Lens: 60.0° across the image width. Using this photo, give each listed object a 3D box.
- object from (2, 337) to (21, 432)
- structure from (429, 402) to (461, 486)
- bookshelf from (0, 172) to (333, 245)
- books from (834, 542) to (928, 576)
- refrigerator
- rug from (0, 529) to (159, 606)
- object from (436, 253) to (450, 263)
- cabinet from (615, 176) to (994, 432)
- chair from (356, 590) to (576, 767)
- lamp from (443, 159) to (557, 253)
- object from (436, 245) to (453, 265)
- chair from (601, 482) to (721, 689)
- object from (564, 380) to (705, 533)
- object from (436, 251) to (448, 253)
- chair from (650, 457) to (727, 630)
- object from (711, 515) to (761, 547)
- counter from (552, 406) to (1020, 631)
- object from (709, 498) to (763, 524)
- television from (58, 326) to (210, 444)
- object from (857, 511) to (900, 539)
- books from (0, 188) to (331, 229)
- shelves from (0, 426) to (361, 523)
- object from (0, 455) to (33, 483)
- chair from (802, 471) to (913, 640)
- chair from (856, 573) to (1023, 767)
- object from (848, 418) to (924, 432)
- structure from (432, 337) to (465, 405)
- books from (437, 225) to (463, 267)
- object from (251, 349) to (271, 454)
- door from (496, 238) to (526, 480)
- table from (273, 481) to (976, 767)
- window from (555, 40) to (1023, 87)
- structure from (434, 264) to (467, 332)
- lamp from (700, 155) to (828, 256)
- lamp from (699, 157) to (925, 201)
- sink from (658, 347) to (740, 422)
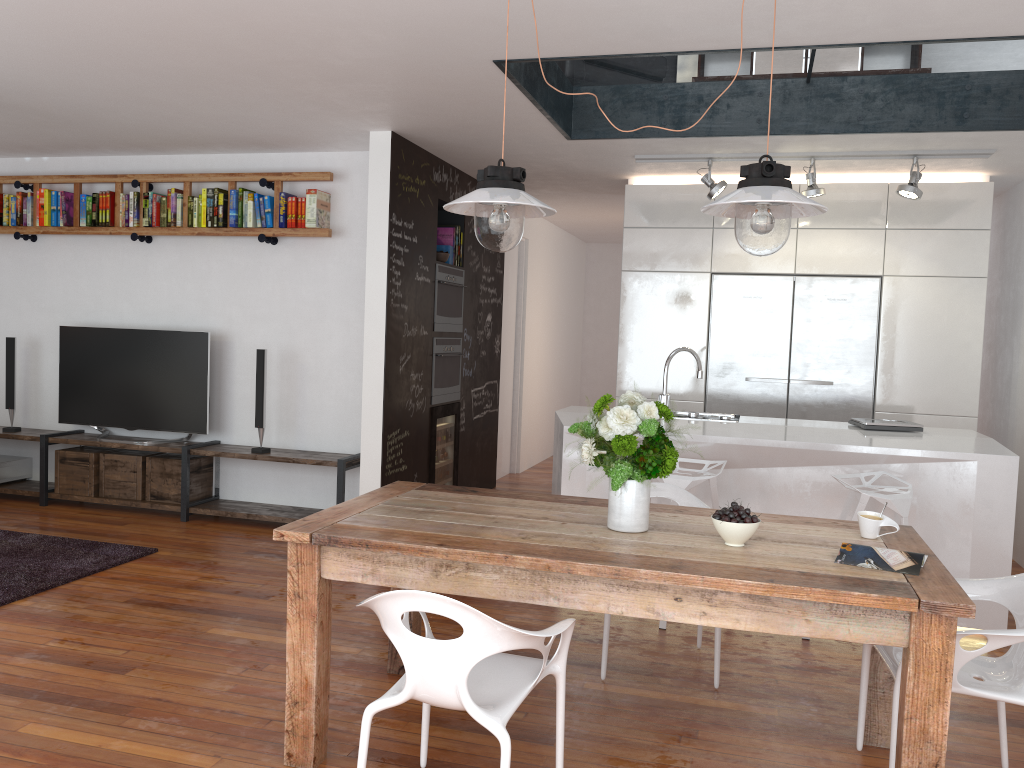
[{"bbox_3d":[-3.636,0.004,6.452,0.089,0.687,0.089,2,3,0],"label":"object"},{"bbox_3d":[-0.461,0.530,6.389,0.081,0.763,0.582,3,3,15],"label":"structure"},{"bbox_3d":[-2.610,-1.233,6.254,2.983,0.465,0.161,3,3,15],"label":"bookshelf"},{"bbox_3d":[1.068,0.488,2.555,0.218,0.035,0.267,4,4,30],"label":"books"},{"bbox_3d":[1.914,0.154,6.165,1.119,1.811,0.142,3,3,15],"label":"refrigerator"},{"bbox_3d":[-3.392,0.984,3.855,1.895,0.019,3.193,3,3,15],"label":"rug"},{"bbox_3d":[-0.508,-0.887,6.259,0.132,0.069,0.132,-1,4,-41],"label":"object"},{"bbox_3d":[2.050,-0.207,6.584,2.404,2.506,0.946,3,3,15],"label":"cabinet"},{"bbox_3d":[-0.139,0.845,2.397,0.577,0.710,0.505,3,3,20],"label":"chair"},{"bbox_3d":[-0.039,-0.584,2.909,0.372,0.306,0.372,3,3,10],"label":"lamp"},{"bbox_3d":[-0.504,-0.929,6.405,0.136,0.136,0.110,3,3,8],"label":"object"},{"bbox_3d":[0.611,0.801,3.671,0.577,0.710,0.505,3,3,5],"label":"chair"},{"bbox_3d":[0.367,0.222,2.852,0.432,0.476,0.371,0,4,-33],"label":"object"},{"bbox_3d":[-0.497,-0.921,6.256,0.077,0.042,0.116,4,4,29],"label":"object"},{"bbox_3d":[0.804,0.749,4.282,0.492,0.765,0.428,4,4,25],"label":"chair"},{"bbox_3d":[0.672,0.444,2.670,0.146,0.079,0.146,4,4,24],"label":"object"},{"bbox_3d":[1.329,0.668,4.838,2.289,0.903,0.956,3,3,15],"label":"counter"},{"bbox_3d":[0.674,0.394,2.667,0.159,0.095,0.141,2,3,1],"label":"object"},{"bbox_3d":[-2.658,0.006,6.234,1.230,0.786,0.298,3,3,15],"label":"television"},{"bbox_3d":[1.168,0.454,2.834,0.127,0.078,0.082,3,4,21],"label":"object"},{"bbox_3d":[-1.212,-2.023,6.077,5.671,1.974,0.733,2,3,5],"label":"books"},{"bbox_3d":[-2.687,0.629,6.265,3.473,0.506,0.414,3,3,15],"label":"shelves"},{"bbox_3d":[-3.843,0.640,6.574,0.350,0.170,0.400,3,3,14],"label":"object"},{"bbox_3d":[1.653,0.800,3.973,0.492,0.765,0.428,0,4,-29],"label":"chair"},{"bbox_3d":[1.365,0.887,2.670,0.505,0.710,0.577,3,3,10],"label":"chair"},{"bbox_3d":[2.031,0.219,4.835,0.298,0.036,0.325,3,3,5],"label":"object"},{"bbox_3d":[-0.444,-0.100,6.356,0.052,0.462,0.585,3,3,15],"label":"structure"},{"bbox_3d":[-0.500,-1.020,6.549,0.230,0.303,0.152,3,3,15],"label":"books"},{"bbox_3d":[-1.658,0.113,5.884,0.089,0.687,0.089,4,4,25],"label":"object"},{"bbox_3d":[-0.068,-0.241,8.094,0.120,2.236,0.823,3,3,15],"label":"door"},{"bbox_3d":[0.315,0.826,2.869,1.910,0.735,0.969,3,3,16],"label":"table"},{"bbox_3d":[1.443,-1.638,4.158,2.700,0.035,1.546,3,3,15],"label":"window"},{"bbox_3d":[-0.425,-0.602,6.327,0.052,0.462,0.585,3,3,15],"label":"structure"},{"bbox_3d":[0.762,-0.540,2.688,0.372,0.306,0.372,1,4,-23],"label":"lamp"},{"bbox_3d":[1.800,-1.248,5.419,1.324,0.254,0.154,3,3,16],"label":"lamp"},{"bbox_3d":[1.070,0.072,5.141,0.492,0.570,0.459,3,3,15],"label":"sink"}]
